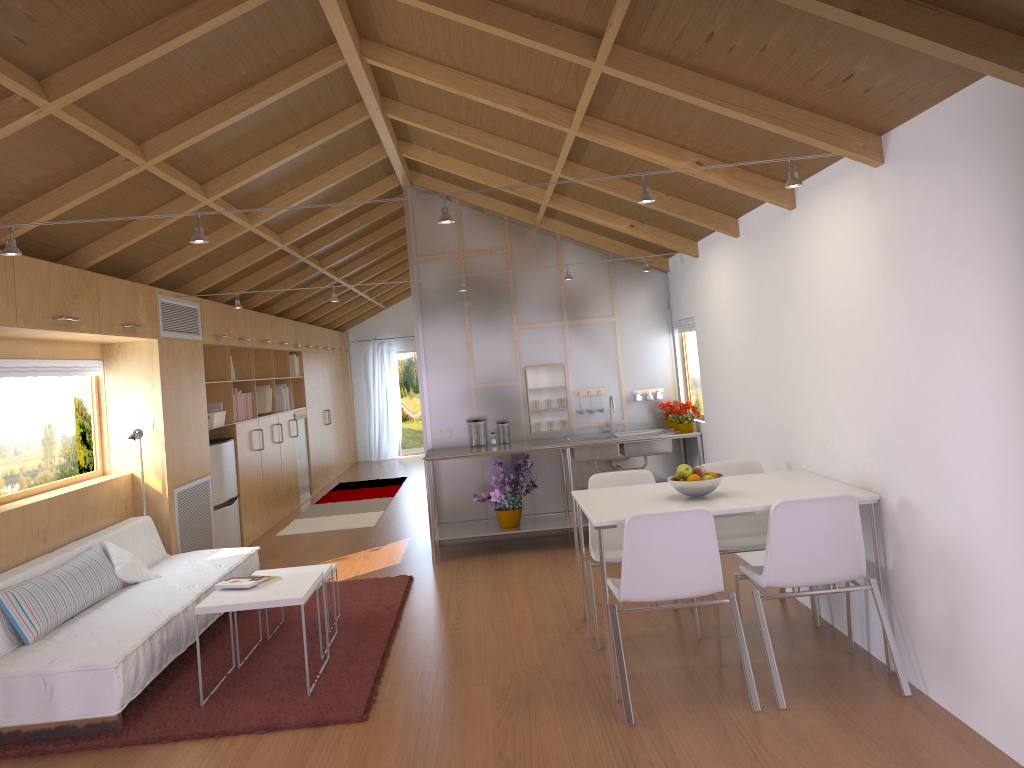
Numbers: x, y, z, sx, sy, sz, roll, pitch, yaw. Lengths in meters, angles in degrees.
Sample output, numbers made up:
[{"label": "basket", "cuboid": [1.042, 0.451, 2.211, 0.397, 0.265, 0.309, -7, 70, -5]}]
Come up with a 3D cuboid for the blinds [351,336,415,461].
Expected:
[{"label": "blinds", "cuboid": [-1.208, 0.158, 14.950, 2.848, 2.045, 0.232, -5, -3, -3]}]

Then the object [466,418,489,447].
[{"label": "object", "cuboid": [-0.277, 0.391, 7.126, 0.172, 0.216, 0.172, -5, -1, 12]}]

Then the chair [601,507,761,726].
[{"label": "chair", "cuboid": [0.657, 0.890, 3.695, 0.531, 0.789, 0.545, -5, -2, -2]}]

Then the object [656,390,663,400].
[{"label": "object", "cuboid": [1.211, 0.091, 7.285, 0.059, 0.080, 0.062, -5, -1, -2]}]

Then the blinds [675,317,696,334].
[{"label": "blinds", "cuboid": [1.378, -0.461, 6.956, 0.047, 0.111, 0.723, -5, 1, -2]}]

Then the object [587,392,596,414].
[{"label": "object", "cuboid": [0.648, 0.151, 7.241, 0.074, 0.183, 0.074, -6, -3, 30]}]

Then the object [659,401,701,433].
[{"label": "object", "cuboid": [1.313, 0.253, 6.969, 0.233, 0.236, 0.687, -5, 1, -1]}]

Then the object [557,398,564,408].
[{"label": "object", "cuboid": [0.402, 0.156, 7.234, 0.061, 0.077, 0.061, -4, -2, -28]}]

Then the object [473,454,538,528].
[{"label": "object", "cuboid": [-0.033, 0.821, 6.795, 0.525, 0.555, 0.350, -5, -2, -11]}]

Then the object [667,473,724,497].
[{"label": "object", "cuboid": [0.841, 0.469, 4.033, 0.254, 0.091, 0.255, -4, 1, 40]}]

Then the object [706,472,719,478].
[{"label": "object", "cuboid": [0.913, 0.435, 4.051, 0.067, 0.066, 0.068, -6, -1, 42]}]

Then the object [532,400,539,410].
[{"label": "object", "cuboid": [0.196, 0.175, 7.226, 0.061, 0.077, 0.061, -5, -1, 10]}]

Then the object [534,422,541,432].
[{"label": "object", "cuboid": [0.211, 0.352, 7.216, 0.061, 0.077, 0.061, -5, -1, 10]}]

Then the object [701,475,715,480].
[{"label": "object", "cuboid": [0.884, 0.446, 3.987, 0.070, 0.069, 0.077, -5, -1, -2]}]

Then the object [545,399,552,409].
[{"label": "object", "cuboid": [0.299, 0.166, 7.230, 0.061, 0.077, 0.061, -4, -2, -28]}]

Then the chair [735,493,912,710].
[{"label": "chair", "cuboid": [1.249, 0.837, 3.718, 0.531, 0.789, 0.545, -5, -2, -2]}]

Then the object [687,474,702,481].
[{"label": "object", "cuboid": [0.819, 0.438, 3.969, 0.068, 0.068, 0.067, -5, -1, -26]}]

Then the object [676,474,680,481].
[{"label": "object", "cuboid": [0.795, 0.430, 4.104, 0.068, 0.068, 0.067, -5, -1, -26]}]

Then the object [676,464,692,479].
[{"label": "object", "cuboid": [0.782, 0.398, 4.010, 0.070, 0.069, 0.077, -5, -1, -2]}]

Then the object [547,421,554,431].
[{"label": "object", "cuboid": [0.315, 0.343, 7.220, 0.061, 0.077, 0.061, -4, -2, -28]}]

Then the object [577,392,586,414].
[{"label": "object", "cuboid": [0.562, 0.158, 7.238, 0.074, 0.183, 0.074, -6, -3, 30]}]

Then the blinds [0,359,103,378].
[{"label": "blinds", "cuboid": [-2.805, -0.097, 5.350, 0.047, 0.111, 1.494, -5, 1, -2]}]

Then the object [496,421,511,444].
[{"label": "object", "cuboid": [-0.067, 0.393, 7.152, 0.113, 0.177, 0.113, -6, -2, 19]}]

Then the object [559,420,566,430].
[{"label": "object", "cuboid": [0.418, 0.334, 7.224, 0.061, 0.077, 0.061, -4, -2, -28]}]

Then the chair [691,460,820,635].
[{"label": "chair", "cuboid": [1.219, 0.818, 4.624, 0.531, 0.789, 0.545, -5, -2, -2]}]

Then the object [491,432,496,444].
[{"label": "object", "cuboid": [-0.148, 0.432, 7.051, 0.037, 0.093, 0.037, -6, -3, 13]}]

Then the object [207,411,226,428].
[{"label": "object", "cuboid": [-2.549, 0.303, 7.441, 0.203, 0.123, 0.349, -5, 1, -2]}]

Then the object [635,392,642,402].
[{"label": "object", "cuboid": [1.040, 0.106, 7.278, 0.059, 0.080, 0.062, -5, -1, -2]}]

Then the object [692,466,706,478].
[{"label": "object", "cuboid": [0.855, 0.406, 4.034, 0.063, 0.067, 0.062, -6, -1, 36]}]

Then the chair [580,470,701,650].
[{"label": "chair", "cuboid": [0.626, 0.871, 4.601, 0.531, 0.789, 0.545, -5, -2, -2]}]

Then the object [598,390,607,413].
[{"label": "object", "cuboid": [0.733, 0.143, 7.245, 0.074, 0.183, 0.074, -6, -3, 30]}]

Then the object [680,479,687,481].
[{"label": "object", "cuboid": [0.804, 0.457, 4.037, 0.080, 0.090, 0.077, -4, -2, -43]}]

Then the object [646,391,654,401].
[{"label": "object", "cuboid": [1.134, 0.099, 7.277, 0.059, 0.081, 0.062, -5, -1, 5]}]
